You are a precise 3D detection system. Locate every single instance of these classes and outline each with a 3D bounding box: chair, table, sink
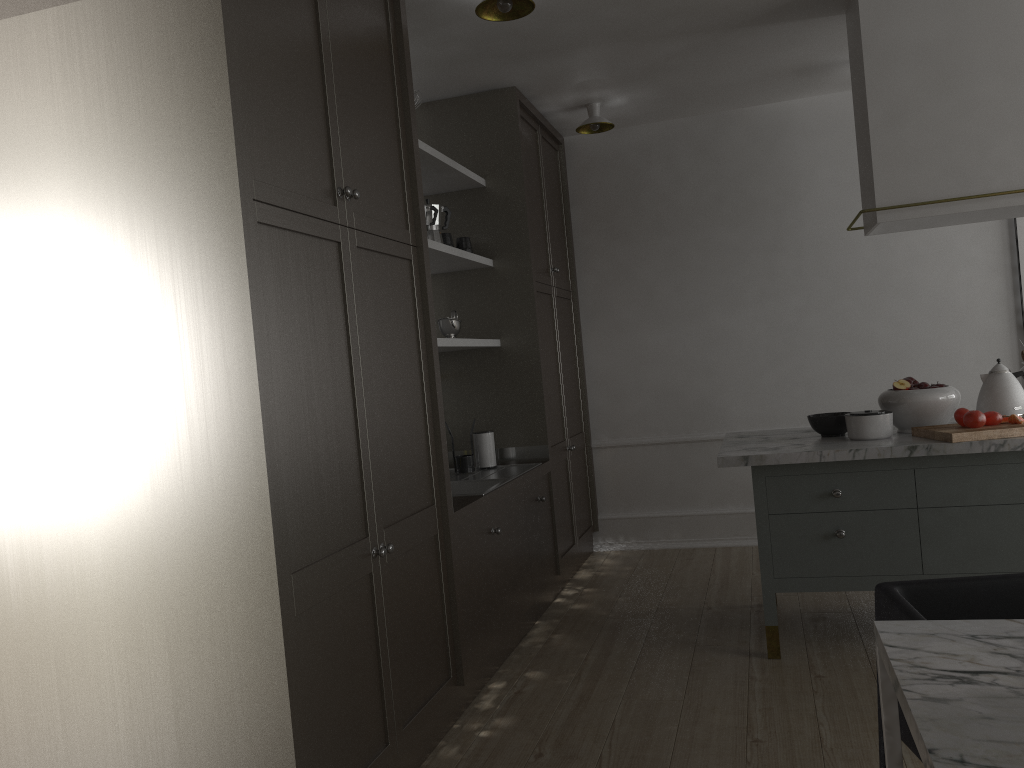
[{"bbox_3d":[1.016,0.674,1.569,0.569,0.597,0.609,-5,1,6],"label":"chair"},{"bbox_3d":[1.403,0.651,0.912,1.781,0.583,0.870,-5,1,16],"label":"table"},{"bbox_3d":[-0.202,0.477,3.621,0.475,0.174,0.877,-5,1,16],"label":"sink"}]

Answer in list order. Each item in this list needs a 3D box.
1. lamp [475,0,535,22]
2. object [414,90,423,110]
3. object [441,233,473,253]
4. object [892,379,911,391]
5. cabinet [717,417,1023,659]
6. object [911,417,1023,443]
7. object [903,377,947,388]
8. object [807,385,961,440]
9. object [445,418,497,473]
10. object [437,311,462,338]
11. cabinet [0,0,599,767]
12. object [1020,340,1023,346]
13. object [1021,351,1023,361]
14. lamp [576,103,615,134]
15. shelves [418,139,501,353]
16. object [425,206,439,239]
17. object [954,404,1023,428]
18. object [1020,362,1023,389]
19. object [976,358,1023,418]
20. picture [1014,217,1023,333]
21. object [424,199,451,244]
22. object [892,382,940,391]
[{"bbox_3d":[-0.027,-1.277,2.892,0.197,0.130,0.197,-6,1,-39],"label":"lamp"},{"bbox_3d":[-0.405,-1.108,3.586,0.070,0.187,0.135,-5,1,19],"label":"object"},{"bbox_3d":[-0.294,-0.605,3.955,0.173,0.098,0.264,-5,1,24],"label":"object"},{"bbox_3d":[1.402,0.007,3.196,0.061,0.048,0.054,-6,1,-21],"label":"object"},{"bbox_3d":[1.974,0.488,3.104,2.360,0.721,0.870,-5,1,16],"label":"cabinet"},{"bbox_3d":[1.586,0.150,2.936,0.400,0.030,0.290,-5,1,1],"label":"object"},{"bbox_3d":[1.512,0.016,3.258,0.167,0.091,0.071,-4,1,41],"label":"object"},{"bbox_3d":[1.367,0.102,3.251,0.491,0.156,0.364,-5,1,-8],"label":"object"},{"bbox_3d":[-0.204,0.269,3.916,0.307,0.229,0.144,-6,1,-31],"label":"object"},{"bbox_3d":[-0.262,-0.250,3.789,0.102,0.135,0.210,-5,1,8],"label":"object"},{"bbox_3d":[-0.776,-0.071,2.602,0.947,2.377,5.433,-5,1,16],"label":"cabinet"},{"bbox_3d":[1.975,-0.028,3.289,0.141,0.290,0.064,-5,1,29],"label":"object"},{"bbox_3d":[1.982,-0.008,3.330,0.114,0.247,0.050,-5,1,21],"label":"object"},{"bbox_3d":[0.415,-1.346,4.478,0.197,0.130,0.197,-5,1,21],"label":"lamp"},{"bbox_3d":[-0.437,-0.519,3.523,0.352,0.775,1.339,-5,1,16],"label":"shelves"},{"bbox_3d":[-0.355,-0.625,3.424,0.138,0.167,0.087,-5,1,12],"label":"object"},{"bbox_3d":[1.574,0.099,2.922,0.194,0.079,0.135,-5,1,4],"label":"object"},{"bbox_3d":[1.986,0.017,3.282,0.174,0.208,0.174,-5,1,33],"label":"object"},{"bbox_3d":[1.774,0.025,3.191,0.178,0.236,0.204,-6,1,-38],"label":"object"},{"bbox_3d":[3.284,-0.698,4.244,1.545,1.315,0.039,-5,1,16],"label":"picture"},{"bbox_3d":[-0.323,-0.654,3.638,0.175,0.212,0.111,-6,1,-13],"label":"object"},{"bbox_3d":[1.469,0.033,3.220,0.154,0.074,0.135,-5,1,11],"label":"object"}]
